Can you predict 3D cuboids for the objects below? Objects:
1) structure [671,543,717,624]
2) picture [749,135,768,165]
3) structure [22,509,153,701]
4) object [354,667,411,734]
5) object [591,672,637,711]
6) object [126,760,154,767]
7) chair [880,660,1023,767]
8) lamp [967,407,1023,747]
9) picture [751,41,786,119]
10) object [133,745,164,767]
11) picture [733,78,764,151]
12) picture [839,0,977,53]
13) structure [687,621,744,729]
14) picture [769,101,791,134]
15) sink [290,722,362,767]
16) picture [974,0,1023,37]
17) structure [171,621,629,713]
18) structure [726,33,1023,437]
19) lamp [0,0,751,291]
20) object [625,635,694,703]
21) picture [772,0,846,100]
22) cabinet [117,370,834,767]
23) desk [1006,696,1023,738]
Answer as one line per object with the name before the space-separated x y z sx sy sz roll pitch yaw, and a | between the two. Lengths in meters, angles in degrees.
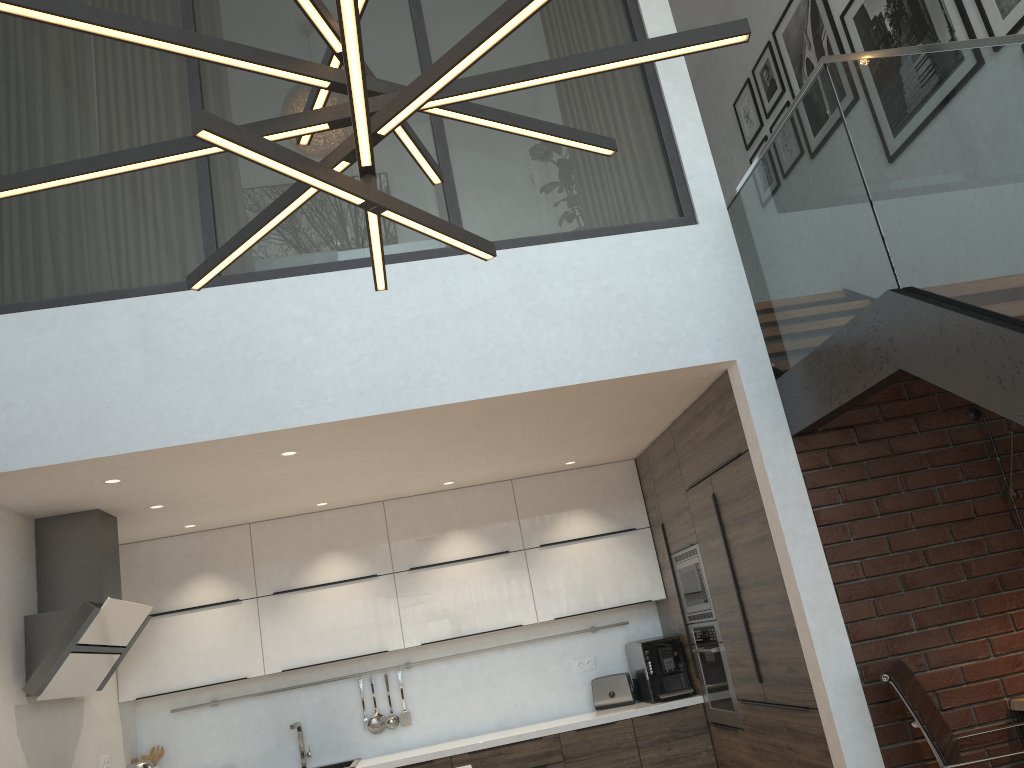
structure | 1.290 1.160 5.273 0.459 0.430 0.595 -9 -16 -8
picture | 1.853 -1.549 6.481 0.025 0.410 0.333 -9 -16 -8
structure | -2.171 1.071 4.571 0.407 0.998 0.898 -9 -16 -8
object | -0.832 2.039 5.720 0.320 0.389 0.069 -9 -16 -7
object | 0.659 2.000 5.778 0.260 0.195 0.177 -14 -17 11
object | -2.068 2.241 4.931 0.179 0.270 0.220 -5 -17 -20
chair | 1.852 1.511 3.293 0.700 0.991 0.651 -19 -18 25
lamp | 2.424 0.900 3.413 0.462 2.003 1.054 -4 -18 -24
picture | 1.801 -2.130 6.226 0.025 0.410 0.333 -9 -16 -8
object | -2.180 2.356 5.330 0.221 0.316 0.330 -9 -16 -8
picture | 1.763 -2.009 6.617 0.025 0.410 0.333 -9 -16 -8
picture | 2.068 -1.827 4.673 0.025 0.990 0.871 -9 -16 -8
structure | 1.363 1.634 5.131 0.495 0.570 0.595 -9 -16 -8
picture | 1.890 -1.673 6.091 0.025 0.410 0.333 -9 -16 -8
sink | -1.276 2.308 5.311 0.706 0.518 0.512 -9 -16 -8
picture | 2.194 -1.966 3.657 0.025 0.654 0.990 -9 -16 -8
structure | -0.680 1.842 5.805 3.000 0.045 0.050 -9 -16 -8
structure | 2.109 0.211 2.655 1.289 3.460 5.660 -9 -16 -8
lamp | -0.538 -1.977 1.809 1.200 3.645 0.831 -11 -16 1
object | 0.948 1.826 5.703 0.274 0.378 0.532 -9 -16 -8
picture | 1.903 -2.028 5.606 0.025 0.990 0.654 -9 -16 -8
cabinet | -0.523 1.630 4.655 3.495 2.401 2.401 -9 -16 -8
desk | 2.533 1.314 2.637 0.610 0.750 2.182 -9 -16 -8
